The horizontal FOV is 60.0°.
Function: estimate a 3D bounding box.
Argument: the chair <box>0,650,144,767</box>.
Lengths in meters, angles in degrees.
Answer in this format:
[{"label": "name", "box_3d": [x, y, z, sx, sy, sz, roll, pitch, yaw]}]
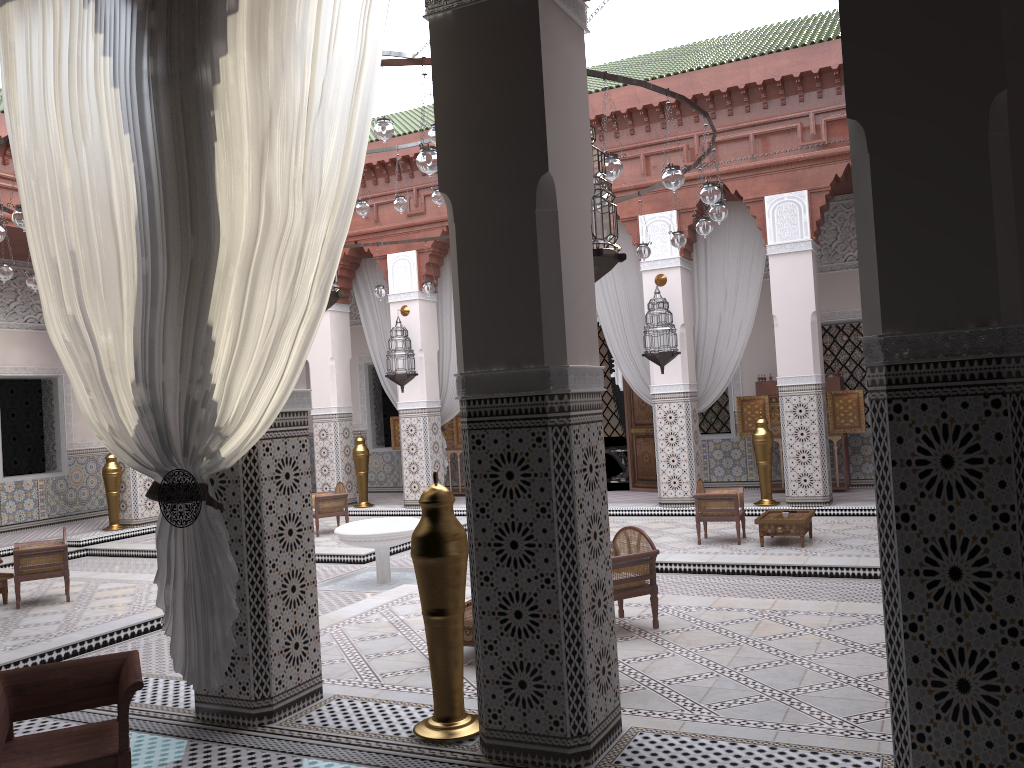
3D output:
[{"label": "chair", "box_3d": [-0.779, 0.635, 1.544, 0.259, 0.252, 0.234, -3, -1, -25]}]

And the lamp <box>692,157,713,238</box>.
[{"label": "lamp", "box_3d": [0.881, -0.853, 4.062, 0.091, 0.371, 0.090, -5, -2, 41]}]

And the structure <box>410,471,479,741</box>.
[{"label": "structure", "box_3d": [-0.146, 0.452, 1.869, 0.156, 0.539, 0.156, -5, -2, 43]}]

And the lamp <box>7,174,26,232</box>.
[{"label": "lamp", "box_3d": [-1.727, -0.717, 3.114, 0.090, 0.371, 0.091, -3, -2, -29]}]

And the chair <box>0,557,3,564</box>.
[{"label": "chair", "box_3d": [-2.133, 0.786, 3.454, 0.263, 0.313, 0.208, -3, -2, -34]}]

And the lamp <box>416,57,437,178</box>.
[{"label": "lamp", "box_3d": [-0.270, -0.815, 2.712, 0.091, 0.371, 0.090, -5, -2, 41]}]

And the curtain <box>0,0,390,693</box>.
[{"label": "curtain", "box_3d": [-0.737, -0.202, 1.969, 1.304, 1.761, 0.137, -4, -2, 26]}]

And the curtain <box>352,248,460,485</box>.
[{"label": "curtain", "box_3d": [-0.610, -0.103, 6.440, 1.304, 1.761, 0.048, -4, -2, 26]}]

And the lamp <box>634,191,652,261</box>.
[{"label": "lamp", "box_3d": [0.689, -0.827, 4.650, 0.091, 0.371, 0.090, -4, -2, 26]}]

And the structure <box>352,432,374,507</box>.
[{"label": "structure", "box_3d": [-1.094, 0.619, 6.463, 0.156, 0.539, 0.156, -3, -1, -2]}]

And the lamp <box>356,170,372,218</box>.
[{"label": "lamp", "box_3d": [-0.820, -1.090, 4.850, 0.091, 0.371, 0.090, -2, -2, -39]}]

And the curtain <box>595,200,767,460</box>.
[{"label": "curtain", "box_3d": [1.050, -0.223, 5.610, 1.304, 1.761, 0.048, -4, -2, 26]}]

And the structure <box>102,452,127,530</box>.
[{"label": "structure", "box_3d": [-2.687, 0.704, 5.968, 0.156, 0.539, 0.156, -3, -1, -13]}]

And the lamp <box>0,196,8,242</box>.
[{"label": "lamp", "box_3d": [-1.956, -0.699, 3.320, 0.091, 0.371, 0.090, -5, -2, 41]}]

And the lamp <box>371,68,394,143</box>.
[{"label": "lamp", "box_3d": [-0.522, -1.140, 3.512, 0.091, 0.371, 0.090, -3, -1, 1]}]

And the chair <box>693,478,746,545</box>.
[{"label": "chair", "box_3d": [1.019, 0.616, 4.344, 0.208, 0.313, 0.263, -4, -1, 22]}]

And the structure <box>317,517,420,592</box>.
[{"label": "structure", "box_3d": [-0.616, 0.808, 4.181, 0.528, 0.310, 0.501, -4, -2, 26]}]

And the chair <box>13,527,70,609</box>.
[{"label": "chair", "box_3d": [-2.045, 0.790, 3.856, 0.208, 0.313, 0.263, -3, -2, -28]}]

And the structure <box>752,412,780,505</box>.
[{"label": "structure", "box_3d": [1.480, 0.433, 5.210, 0.156, 0.539, 0.156, -4, -2, 32]}]

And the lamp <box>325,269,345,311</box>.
[{"label": "lamp", "box_3d": [-0.569, -0.385, 2.348, 0.216, 0.552, 0.221, -4, -2, 26]}]

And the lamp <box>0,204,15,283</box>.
[{"label": "lamp", "box_3d": [-2.385, -0.653, 4.134, 0.091, 0.371, 0.090, -5, -2, 41]}]

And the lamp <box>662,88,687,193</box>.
[{"label": "lamp", "box_3d": [0.564, -0.856, 3.111, 0.090, 0.371, 0.091, -4, -1, 11]}]

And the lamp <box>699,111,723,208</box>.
[{"label": "lamp", "box_3d": [0.758, -0.861, 3.394, 0.090, 0.371, 0.091, -4, -1, 11]}]

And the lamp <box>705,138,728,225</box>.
[{"label": "lamp", "box_3d": [0.874, -0.860, 3.752, 0.090, 0.371, 0.091, -2, -2, -39]}]

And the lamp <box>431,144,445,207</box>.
[{"label": "lamp", "box_3d": [-0.388, -1.120, 4.691, 0.091, 0.371, 0.090, -3, -1, -4]}]

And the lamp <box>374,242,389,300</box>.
[{"label": "lamp", "box_3d": [-0.835, -0.712, 5.607, 0.091, 0.371, 0.090, -3, -2, -29]}]

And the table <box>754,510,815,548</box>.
[{"label": "table", "box_3d": [1.302, 0.682, 4.212, 0.229, 0.142, 0.330, -4, -2, 26]}]

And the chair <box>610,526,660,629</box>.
[{"label": "chair", "box_3d": [0.317, 0.623, 2.832, 0.208, 0.313, 0.263, -3, -2, -28]}]

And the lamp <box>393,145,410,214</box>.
[{"label": "lamp", "box_3d": [-0.606, -1.104, 4.804, 0.091, 0.371, 0.090, -3, -1, -24]}]

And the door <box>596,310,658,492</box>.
[{"label": "door", "box_3d": [0.573, 0.066, 6.649, 1.244, 1.461, 0.419, -4, -2, 26]}]

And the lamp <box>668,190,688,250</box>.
[{"label": "lamp", "box_3d": [0.819, -0.842, 4.367, 0.091, 0.371, 0.090, -4, -2, 26]}]

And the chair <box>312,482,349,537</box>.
[{"label": "chair", "box_3d": [-1.152, 0.776, 5.531, 0.208, 0.313, 0.263, -3, -2, -28]}]

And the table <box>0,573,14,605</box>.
[{"label": "table", "box_3d": [-2.340, 0.892, 3.762, 0.229, 0.142, 0.330, -4, -2, 26]}]

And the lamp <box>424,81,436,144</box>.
[{"label": "lamp", "box_3d": [-0.315, -1.150, 3.615, 0.091, 0.371, 0.090, -3, -1, -19]}]

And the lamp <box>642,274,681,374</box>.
[{"label": "lamp", "box_3d": [0.879, -0.367, 5.290, 0.216, 0.618, 0.217, -4, -2, 26]}]

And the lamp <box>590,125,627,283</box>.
[{"label": "lamp", "box_3d": [0.132, -0.436, 2.007, 0.216, 0.552, 0.221, -4, -2, 26]}]

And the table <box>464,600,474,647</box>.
[{"label": "table", "box_3d": [-0.059, 0.727, 2.650, 0.229, 0.142, 0.330, -4, -2, 26]}]

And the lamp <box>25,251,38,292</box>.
[{"label": "lamp", "box_3d": [-2.405, -0.645, 4.444, 0.091, 0.371, 0.090, -5, -2, 41]}]

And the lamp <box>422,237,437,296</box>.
[{"label": "lamp", "box_3d": [-0.527, -0.732, 5.559, 0.091, 0.371, 0.090, -3, -1, -19]}]

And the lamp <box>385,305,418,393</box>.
[{"label": "lamp", "box_3d": [-0.769, -0.248, 6.092, 0.216, 0.618, 0.217, -4, -2, 26]}]

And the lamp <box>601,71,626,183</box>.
[{"label": "lamp", "box_3d": [0.324, -0.846, 2.916, 0.090, 0.371, 0.091, -4, -1, 11]}]
